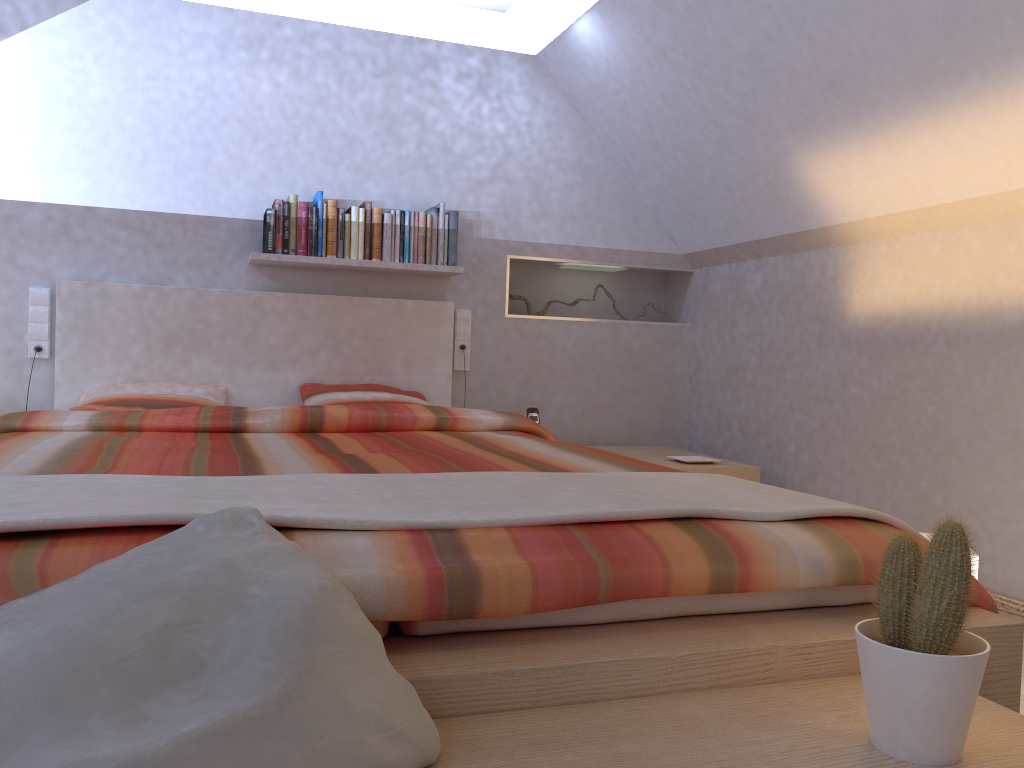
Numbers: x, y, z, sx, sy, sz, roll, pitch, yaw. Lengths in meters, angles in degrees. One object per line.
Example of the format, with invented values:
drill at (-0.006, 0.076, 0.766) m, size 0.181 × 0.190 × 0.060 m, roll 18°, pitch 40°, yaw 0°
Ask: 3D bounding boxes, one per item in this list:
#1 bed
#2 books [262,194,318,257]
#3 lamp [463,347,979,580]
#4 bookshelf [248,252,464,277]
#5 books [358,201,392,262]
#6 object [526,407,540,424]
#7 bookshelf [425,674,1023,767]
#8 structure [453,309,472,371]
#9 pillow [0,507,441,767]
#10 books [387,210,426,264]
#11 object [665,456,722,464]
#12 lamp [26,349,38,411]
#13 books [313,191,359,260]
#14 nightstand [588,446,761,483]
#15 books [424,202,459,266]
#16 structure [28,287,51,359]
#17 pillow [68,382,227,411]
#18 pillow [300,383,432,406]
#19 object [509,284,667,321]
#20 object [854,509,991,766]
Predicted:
bed at (-0.594, 0.155, 2.480) m, size 2.087 × 0.994 × 3.009 m, roll 1°, pitch 2°, yaw -19°
books at (-0.954, -0.675, 3.812) m, size 0.209 × 0.260 × 0.215 m, roll 1°, pitch 2°, yaw -19°
lamp at (0.477, 0.274, 3.139) m, size 0.396 × 0.788 × 2.551 m, roll 1°, pitch 2°, yaw -29°
bookshelf at (-0.683, -0.524, 3.917) m, size 0.916 × 0.028 × 0.223 m, roll 1°, pitch 2°, yaw -19°
books at (-0.622, -0.667, 3.932) m, size 0.140 × 0.260 × 0.209 m, roll 1°, pitch 2°, yaw -19°
object at (0.101, 0.195, 4.133) m, size 0.060 × 0.169 × 0.079 m, roll 1°, pitch 2°, yaw -19°
bookshelf at (-0.003, 0.567, 0.768) m, size 1.495 × 0.303 × 0.643 m, roll 1°, pitch 2°, yaw -19°
structure at (-0.236, -0.208, 4.202) m, size 0.077 × 0.286 × 0.034 m, roll 1°, pitch 2°, yaw -19°
pillow at (-0.377, 0.287, 0.890) m, size 0.470 × 0.241 × 0.498 m, roll 3°, pitch 2°, yaw 36°
books at (-0.484, -0.649, 3.987) m, size 0.159 × 0.231 × 0.200 m, roll 1°, pitch 2°, yaw -19°
object at (0.771, 0.324, 3.768) m, size 0.179 × 0.015 × 0.177 m, roll 1°, pitch 2°, yaw -19°
lamp at (-2.135, 0.117, 3.283) m, size 0.318 × 0.515 × 0.684 m, roll 2°, pitch 2°, yaw 9°
books at (-0.774, -0.682, 3.883) m, size 0.178 × 0.281 × 0.200 m, roll 1°, pitch 2°, yaw -19°
nightstand at (0.486, 0.483, 3.931) m, size 0.859 × 0.329 × 0.847 m, roll 1°, pitch 2°, yaw -19°
books at (-0.340, -0.671, 4.036) m, size 0.145 × 0.281 × 0.200 m, roll 1°, pitch 2°, yaw -19°
structure at (-1.922, -0.248, 3.609) m, size 0.077 × 0.286 × 0.034 m, roll 1°, pitch 2°, yaw -19°
pillow at (-1.411, 0.090, 3.490) m, size 0.572 × 0.180 × 0.492 m, roll 1°, pitch 2°, yaw -19°
pillow at (-0.585, 0.098, 3.728) m, size 0.566 × 0.188 × 0.497 m, roll 1°, pitch 2°, yaw -19°
object at (0.423, -0.423, 4.582) m, size 0.905 × 0.193 × 0.085 m, roll 1°, pitch 2°, yaw -19°
object at (0.476, 0.286, 1.032) m, size 0.144 × 0.294 × 0.144 m, roll 2°, pitch 2°, yaw 6°
